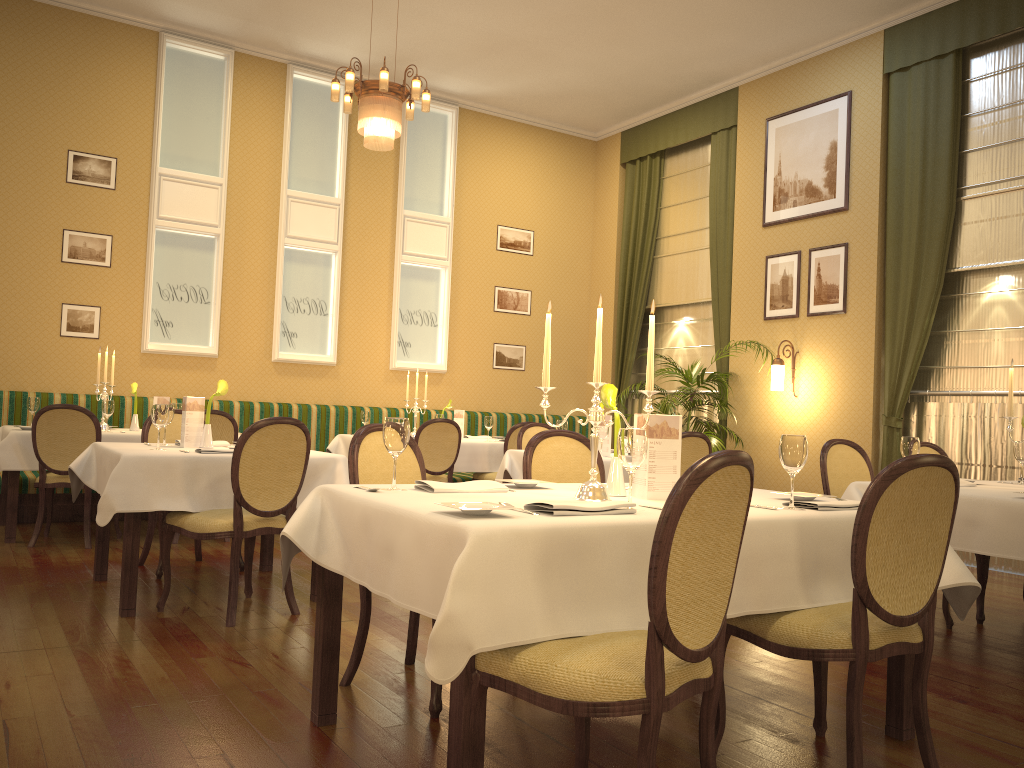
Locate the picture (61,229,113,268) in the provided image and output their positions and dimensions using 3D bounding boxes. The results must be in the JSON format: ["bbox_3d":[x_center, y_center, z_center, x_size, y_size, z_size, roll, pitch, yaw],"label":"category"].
[{"bbox_3d":[-3.778,-1.205,7.890,0.401,0.294,0.008,4,-2,-32],"label":"picture"}]

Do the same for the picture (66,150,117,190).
[{"bbox_3d":[-3.748,-1.909,7.914,0.401,0.294,0.008,4,-2,-32],"label":"picture"}]

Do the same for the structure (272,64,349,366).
[{"bbox_3d":[-2.039,-1.694,9.003,0.661,2.985,0.200,4,-2,-32],"label":"structure"}]

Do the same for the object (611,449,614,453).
[{"bbox_3d":[0.743,0.503,6.625,0.160,0.024,0.160,4,-2,-32],"label":"object"}]

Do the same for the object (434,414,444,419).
[{"bbox_3d":[-0.648,0.381,7.862,0.088,0.229,0.088,2,-2,16],"label":"object"}]

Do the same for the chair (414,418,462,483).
[{"bbox_3d":[-0.746,0.760,7.504,0.530,0.955,0.571,4,-2,-32],"label":"chair"}]

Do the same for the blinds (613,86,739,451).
[{"bbox_3d":[1.749,-0.854,9.676,0.225,4.537,1.934,4,-2,-33],"label":"blinds"}]

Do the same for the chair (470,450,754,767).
[{"bbox_3d":[0.248,0.618,2.103,0.571,0.955,0.530,1,-2,38],"label":"chair"}]

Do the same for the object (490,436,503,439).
[{"bbox_3d":[-0.134,0.544,8.943,0.160,0.024,0.160,4,-2,-32],"label":"object"}]

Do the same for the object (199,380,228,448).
[{"bbox_3d":[-1.618,0.162,4.804,0.163,0.375,0.076,1,-2,35],"label":"object"}]

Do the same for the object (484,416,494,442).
[{"bbox_3d":[-0.212,0.407,8.054,0.088,0.229,0.088,2,-2,16],"label":"object"}]

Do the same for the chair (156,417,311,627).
[{"bbox_3d":[-1.311,0.626,4.282,0.571,0.955,0.530,1,-2,38],"label":"chair"}]

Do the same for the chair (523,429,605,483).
[{"bbox_3d":[0.338,0.676,3.676,0.530,0.955,0.571,4,-2,-32],"label":"chair"}]

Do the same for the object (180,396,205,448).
[{"bbox_3d":[-1.758,0.207,4.818,0.081,0.277,0.166,2,-2,14],"label":"object"}]

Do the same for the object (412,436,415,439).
[{"bbox_3d":[-0.801,0.471,7.739,0.273,0.033,0.142,4,-2,-32],"label":"object"}]

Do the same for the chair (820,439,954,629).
[{"bbox_3d":[1.947,0.780,4.681,0.530,0.955,0.571,4,-2,-32],"label":"chair"}]

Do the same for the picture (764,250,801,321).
[{"bbox_3d":[2.528,-0.917,8.310,0.022,0.619,0.412,4,-2,-32],"label":"picture"}]

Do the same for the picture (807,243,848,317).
[{"bbox_3d":[2.798,-0.920,7.879,0.022,0.619,0.412,4,-2,-32],"label":"picture"}]

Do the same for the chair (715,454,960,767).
[{"bbox_3d":[0.953,0.666,2.596,0.530,0.955,0.571,4,-2,-32],"label":"chair"}]

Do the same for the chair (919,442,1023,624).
[{"bbox_3d":[2.602,0.822,5.090,0.530,0.955,0.571,4,-2,-32],"label":"chair"}]

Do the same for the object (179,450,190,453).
[{"bbox_3d":[-1.620,0.330,4.378,0.017,0.010,0.185,4,-2,-32],"label":"object"}]

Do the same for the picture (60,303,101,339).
[{"bbox_3d":[-3.822,-0.555,7.858,0.313,0.294,0.008,4,-2,-32],"label":"picture"}]

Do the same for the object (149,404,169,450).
[{"bbox_3d":[-1.776,0.217,4.466,0.088,0.229,0.088,2,-2,10],"label":"object"}]

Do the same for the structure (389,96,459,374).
[{"bbox_3d":[-0.965,-1.624,9.674,0.670,2.985,0.200,4,-2,-32],"label":"structure"}]

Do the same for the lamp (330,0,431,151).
[{"bbox_3d":[-0.820,-2.426,5.747,0.593,1.796,0.593,4,-2,-34],"label":"lamp"}]

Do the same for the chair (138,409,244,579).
[{"bbox_3d":[-1.946,0.635,5.355,0.530,0.955,0.571,4,-3,-42],"label":"chair"}]

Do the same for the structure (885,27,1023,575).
[{"bbox_3d":[3.696,-0.857,6.765,0.134,4.511,1.900,4,-2,-32],"label":"structure"}]

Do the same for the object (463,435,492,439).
[{"bbox_3d":[-0.346,0.526,8.775,0.273,0.033,0.142,4,-2,-32],"label":"object"}]

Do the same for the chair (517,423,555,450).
[{"bbox_3d":[0.332,0.782,6.775,0.530,0.955,0.571,4,-2,-32],"label":"chair"}]

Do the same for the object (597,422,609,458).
[{"bbox_3d":[0.582,0.362,5.753,0.088,0.229,0.088,2,-2,16],"label":"object"}]

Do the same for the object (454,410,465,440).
[{"bbox_3d":[-0.505,0.379,8.270,0.081,0.277,0.166,3,-2,-15],"label":"object"}]

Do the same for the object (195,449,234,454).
[{"bbox_3d":[-1.425,0.335,4.422,0.273,0.024,0.142,4,-2,-32],"label":"object"}]

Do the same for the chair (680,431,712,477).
[{"bbox_3d":[0.947,0.771,5.695,0.530,0.955,0.571,4,-2,-32],"label":"chair"}]

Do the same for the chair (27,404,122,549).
[{"bbox_3d":[-3.004,0.614,6.085,0.530,0.955,0.571,3,-2,-7],"label":"chair"}]

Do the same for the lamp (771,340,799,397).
[{"bbox_3d":[2.466,-0.143,8.039,0.323,0.513,0.114,4,-3,-43],"label":"lamp"}]

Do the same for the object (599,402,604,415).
[{"bbox_3d":[0.637,0.309,6.271,0.076,0.375,0.163,3,-2,-10],"label":"object"}]

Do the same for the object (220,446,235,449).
[{"bbox_3d":[-1.435,0.341,4.638,0.160,0.024,0.160,4,-2,-32],"label":"object"}]

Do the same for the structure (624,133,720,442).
[{"bbox_3d":[1.844,-0.835,9.737,0.123,4.511,1.942,4,-2,-32],"label":"structure"}]

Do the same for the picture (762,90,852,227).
[{"bbox_3d":[2.693,-2.041,8.156,0.027,1.057,0.966,4,-2,-32],"label":"picture"}]

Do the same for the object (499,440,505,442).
[{"bbox_3d":[0.030,0.527,8.198,0.273,0.024,0.142,4,-2,-32],"label":"object"}]

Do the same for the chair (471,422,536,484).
[{"bbox_3d":[-0.015,0.806,7.921,0.530,0.955,0.571,4,-2,-32],"label":"chair"}]

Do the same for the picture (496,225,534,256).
[{"bbox_3d":[0.041,-1.664,10.282,0.504,0.294,0.008,4,-2,-32],"label":"picture"}]

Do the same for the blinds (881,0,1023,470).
[{"bbox_3d":[3.600,-0.876,6.696,0.129,4.537,1.878,4,-2,-32],"label":"blinds"}]

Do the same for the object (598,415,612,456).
[{"bbox_3d":[0.599,0.351,6.052,0.081,0.277,0.166,3,-2,-25],"label":"object"}]

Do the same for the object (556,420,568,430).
[{"bbox_3d":[0.356,0.373,6.361,0.088,0.229,0.088,2,-2,16],"label":"object"}]

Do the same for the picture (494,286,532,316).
[{"bbox_3d":[0.011,-0.961,10.258,0.504,0.294,0.008,4,-2,-32],"label":"picture"}]

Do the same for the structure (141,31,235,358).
[{"bbox_3d":[-3.052,-1.759,8.370,0.687,2.985,0.200,4,-2,-32],"label":"structure"}]

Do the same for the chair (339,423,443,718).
[{"bbox_3d":[-0.304,0.635,3.286,0.571,0.955,0.530,1,-2,33],"label":"chair"}]

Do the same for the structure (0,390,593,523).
[{"bbox_3d":[-5.076,0.508,6.598,14.516,1.031,0.850,4,-2,-32],"label":"structure"}]

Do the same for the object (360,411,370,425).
[{"bbox_3d":[-1.355,0.361,8.164,0.088,0.229,0.088,2,-2,16],"label":"object"}]

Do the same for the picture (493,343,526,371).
[{"bbox_3d":[-0.029,-0.311,10.229,0.437,0.294,0.008,4,-2,-32],"label":"picture"}]

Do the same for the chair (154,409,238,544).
[{"bbox_3d":[-2.317,0.659,6.520,0.530,0.955,0.571,4,-2,-32],"label":"chair"}]
